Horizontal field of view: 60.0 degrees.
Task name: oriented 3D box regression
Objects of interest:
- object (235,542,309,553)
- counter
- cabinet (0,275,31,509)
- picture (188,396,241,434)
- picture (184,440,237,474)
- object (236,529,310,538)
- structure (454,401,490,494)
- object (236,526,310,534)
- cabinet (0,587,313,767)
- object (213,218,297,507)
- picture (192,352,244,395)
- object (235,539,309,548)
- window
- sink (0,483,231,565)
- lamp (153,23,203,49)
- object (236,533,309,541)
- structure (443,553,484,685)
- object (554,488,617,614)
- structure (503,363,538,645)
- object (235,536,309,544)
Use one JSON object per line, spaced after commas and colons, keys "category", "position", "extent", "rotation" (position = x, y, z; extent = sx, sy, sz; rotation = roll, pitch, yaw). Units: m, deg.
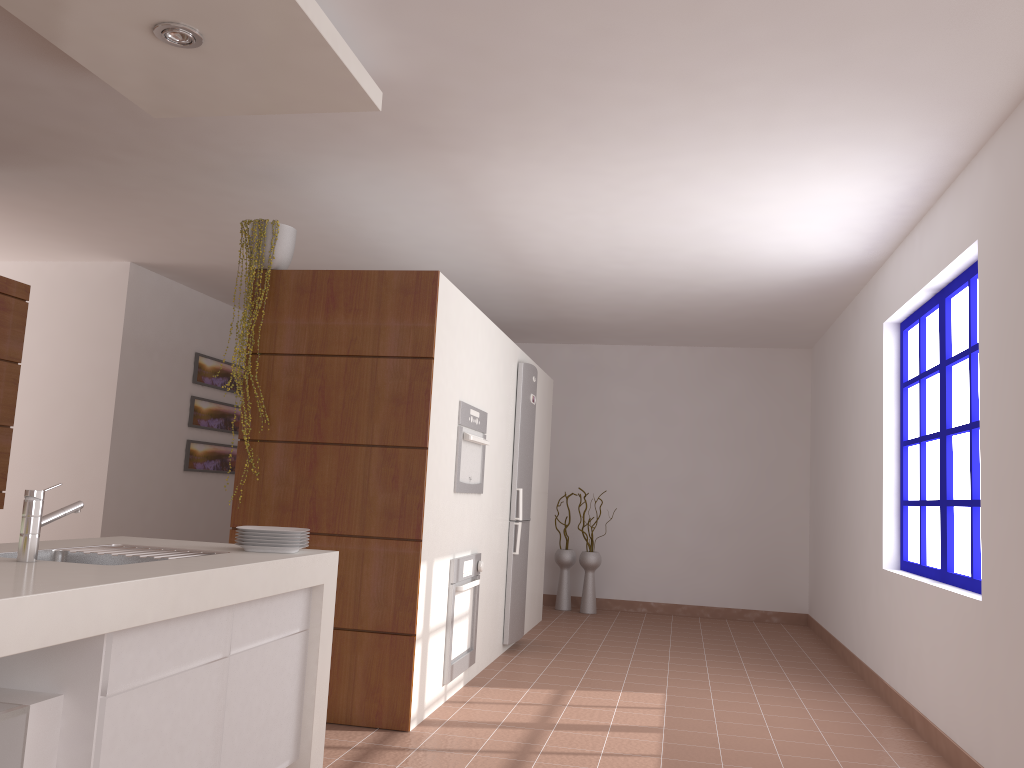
{"category": "object", "position": [-0.773, 0.527, 2.858], "extent": [0.228, 0.020, 0.228], "rotation": [4, -7, -7]}
{"category": "counter", "position": [-1.209, 0.810, 1.983], "extent": [0.821, 0.800, 2.156], "rotation": [2, -7, 11]}
{"category": "cabinet", "position": [-3.442, -0.257, 2.500], "extent": [0.754, 1.200, 4.718], "rotation": [2, -7, 11]}
{"category": "picture", "position": [-2.426, 0.308, 7.734], "extent": [0.015, 0.248, 1.408], "rotation": [2, -7, 11]}
{"category": "picture", "position": [-2.444, 0.655, 7.691], "extent": [0.015, 0.248, 1.408], "rotation": [2, -7, 11]}
{"category": "object", "position": [-0.771, 0.487, 2.863], "extent": [0.228, 0.020, 0.228], "rotation": [4, -7, -7]}
{"category": "structure", "position": [-0.190, 0.349, 4.684], "extent": [0.056, 0.454, 0.614], "rotation": [2, -7, 11]}
{"category": "object", "position": [-0.770, 0.477, 2.864], "extent": [0.228, 0.020, 0.228], "rotation": [4, -7, -7]}
{"category": "cabinet", "position": [-1.218, 0.852, 1.921], "extent": [0.737, 0.700, 2.048], "rotation": [2, -7, 11]}
{"category": "object", "position": [-1.208, -0.099, 4.132], "extent": [0.297, 1.344, 0.279], "rotation": [7, -8, -29]}
{"category": "picture", "position": [-2.407, -0.039, 7.777], "extent": [0.015, 0.248, 1.408], "rotation": [2, -7, 11]}
{"category": "object", "position": [-0.772, 0.517, 2.859], "extent": [0.228, 0.020, 0.228], "rotation": [4, -7, -7]}
{"category": "window", "position": [2.112, 0.241, 4.315], "extent": [0.035, 1.430, 1.699], "rotation": [2, -7, 11]}
{"category": "sink", "position": [-1.112, 0.463, 2.443], "extent": [0.404, 0.368, 0.668], "rotation": [2, -7, 11]}
{"category": "lamp", "position": [-1.018, -1.083, 2.712], "extent": [0.143, 0.059, 0.143], "rotation": [-3, -9, 39]}
{"category": "object", "position": [-0.771, 0.497, 2.862], "extent": [0.228, 0.020, 0.228], "rotation": [4, -7, -7]}
{"category": "structure", "position": [-0.240, 1.190, 4.584], "extent": [0.058, 0.592, 0.596], "rotation": [2, -7, 11]}
{"category": "object", "position": [0.676, 1.498, 8.007], "extent": [0.655, 1.112, 0.284], "rotation": [-1, -8, 30]}
{"category": "structure", "position": [0.081, 0.797, 6.095], "extent": [0.089, 1.862, 0.604], "rotation": [2, -7, 11]}
{"category": "object", "position": [-0.772, 0.507, 2.860], "extent": [0.228, 0.020, 0.228], "rotation": [4, -7, -7]}
